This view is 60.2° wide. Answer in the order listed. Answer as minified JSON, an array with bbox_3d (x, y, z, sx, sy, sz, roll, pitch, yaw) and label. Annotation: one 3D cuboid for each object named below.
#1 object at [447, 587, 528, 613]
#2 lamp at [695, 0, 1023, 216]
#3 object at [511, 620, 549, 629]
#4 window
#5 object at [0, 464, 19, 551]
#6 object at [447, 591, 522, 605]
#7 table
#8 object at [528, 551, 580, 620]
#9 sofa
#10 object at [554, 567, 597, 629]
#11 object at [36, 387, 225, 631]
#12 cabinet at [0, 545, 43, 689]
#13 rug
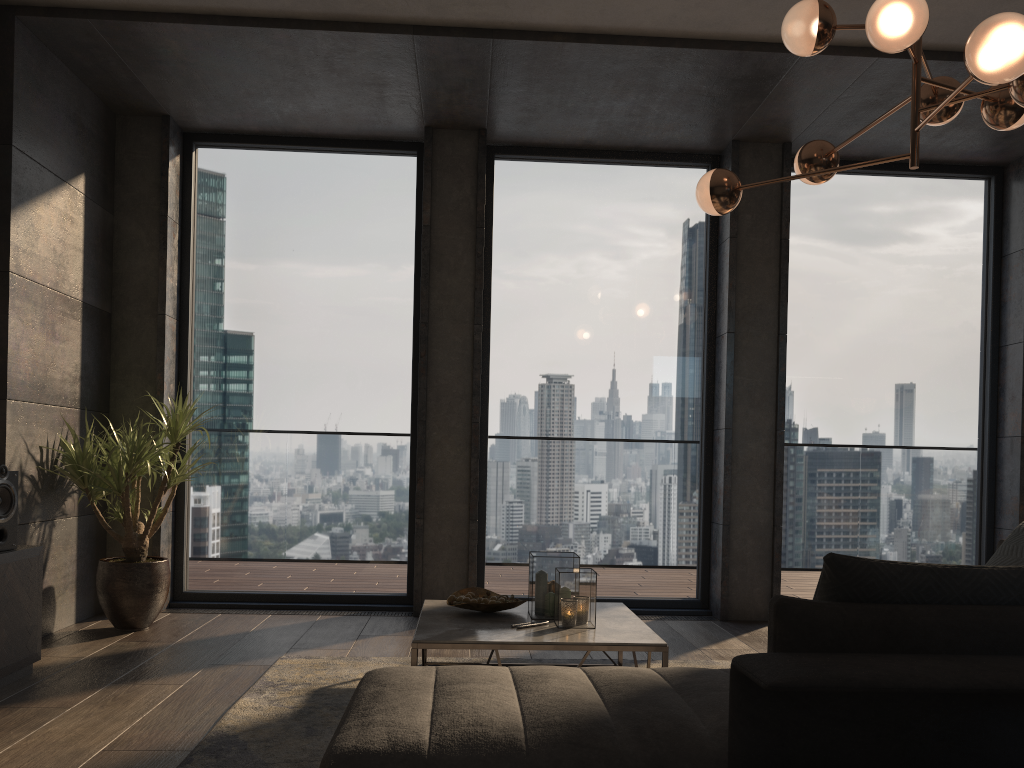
[{"bbox_3d":[-0.107,0.936,3.783,0.347,0.084,0.348,4,-5,-25],"label":"object"},{"bbox_3d":[1.494,-1.245,3.290,1.016,1.037,1.466,3,-3,-27],"label":"lamp"},{"bbox_3d":[0.076,0.950,3.491,0.181,0.012,0.046,6,-6,-42],"label":"object"},{"bbox_3d":[1.512,0.012,5.804,7.264,3.001,0.199,2,0,-3],"label":"window"},{"bbox_3d":[-2.189,0.503,3.603,0.249,0.354,0.198,1,-1,7],"label":"object"},{"bbox_3d":[-0.116,0.938,3.781,0.324,0.072,0.278,3,-5,-14],"label":"object"},{"bbox_3d":[0.077,1.124,3.644,0.930,0.308,0.933,2,-4,-3],"label":"table"},{"bbox_3d":[0.175,0.850,3.735,0.196,0.261,0.200,1,-2,-3],"label":"object"},{"bbox_3d":[0.983,0.828,2.624,2.910,0.783,2.030,2,-4,-3],"label":"sofa"},{"bbox_3d":[0.252,0.854,3.531,0.150,0.220,0.148,1,-1,-3],"label":"object"},{"bbox_3d":[-2.129,0.656,4.793,1.023,1.359,0.953,0,-2,28],"label":"object"},{"bbox_3d":[-2.232,0.871,2.648,0.540,0.549,2.416,1,-5,-3],"label":"cabinet"},{"bbox_3d":[0.512,1.275,3.427,3.143,0.020,1.735,2,-5,-3],"label":"rug"}]
